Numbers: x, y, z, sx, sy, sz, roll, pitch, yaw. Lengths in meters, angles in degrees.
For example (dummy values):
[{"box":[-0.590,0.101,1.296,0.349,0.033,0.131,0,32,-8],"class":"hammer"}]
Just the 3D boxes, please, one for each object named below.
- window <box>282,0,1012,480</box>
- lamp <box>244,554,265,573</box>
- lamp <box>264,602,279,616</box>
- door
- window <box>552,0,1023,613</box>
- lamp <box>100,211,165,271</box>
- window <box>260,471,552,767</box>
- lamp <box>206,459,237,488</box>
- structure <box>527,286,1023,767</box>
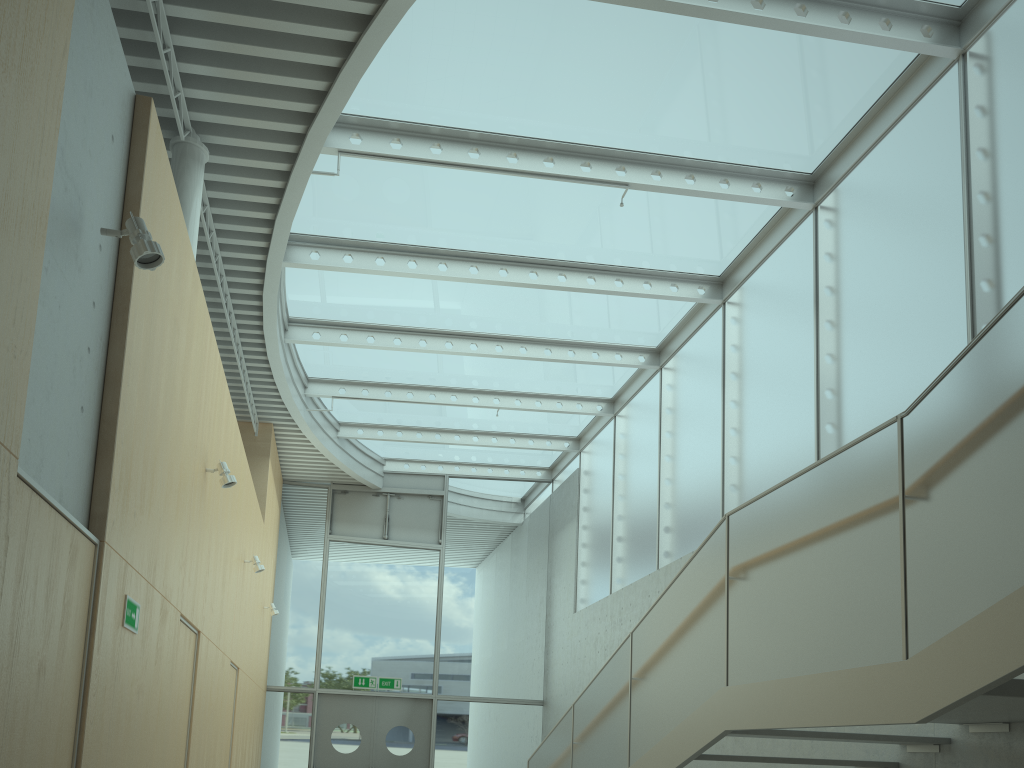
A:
[{"box":[-0.275,1.917,9.250,4.808,5.927,16.865,5,-22,-11],"class":"window"},{"box":[-2.771,1.933,9.141,0.238,0.187,0.146,13,-17,-30],"class":"lamp"},{"box":[-3.453,3.231,12.190,0.238,0.187,0.146,13,-17,-30],"class":"lamp"},{"box":[-2.332,6.262,14.199,1.933,2.011,0.182,6,-9,-12],"class":"door"},{"box":[1.908,0.725,9.917,0.030,2.597,16.679,4,-23,-11],"class":"window"},{"box":[-1.459,-0.563,3.282,0.238,0.187,0.146,13,-17,-30],"class":"lamp"},{"box":[-1.690,4.420,14.603,4.885,5.998,0.114,6,-9,-12],"class":"window"},{"box":[-2.093,0.643,6.113,0.238,0.187,0.146,13,-17,-30],"class":"lamp"},{"box":[2.290,1.060,3.667,1.895,3.981,13.439,4,-22,-11],"class":"structure"}]
